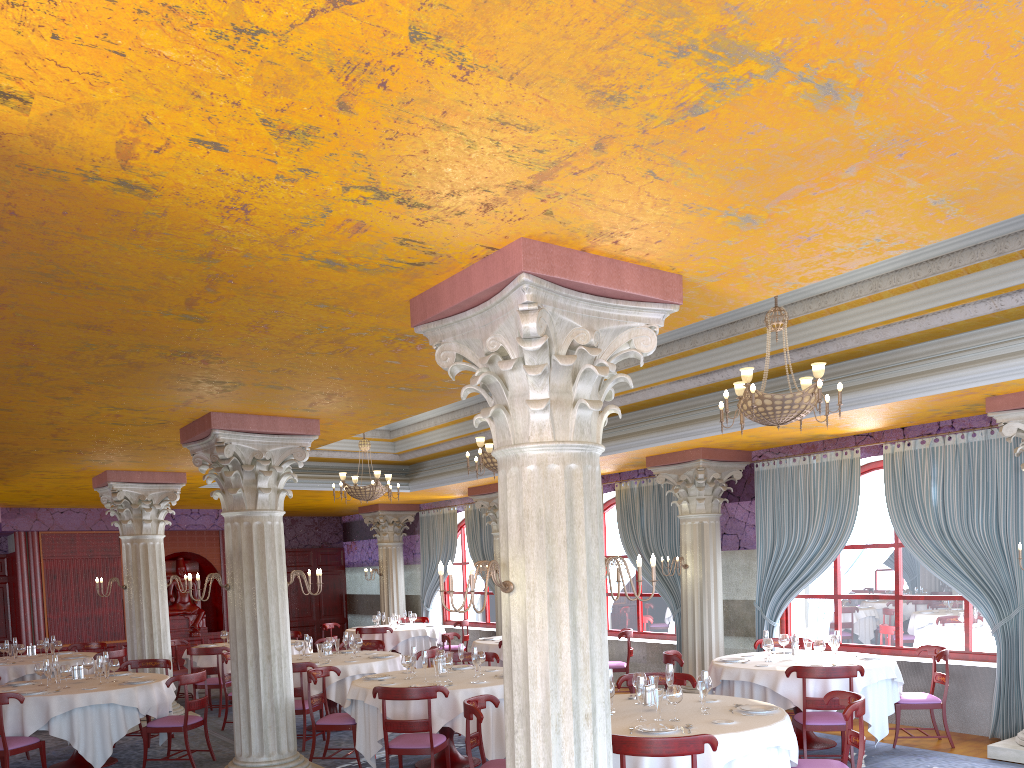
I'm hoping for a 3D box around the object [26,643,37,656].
[{"bbox_3d":[-10.348,3.735,13.219,5.657,1.206,0.351,-1,2,-7],"label":"object"}]

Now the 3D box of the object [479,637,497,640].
[{"bbox_3d":[-0.374,4.121,13.842,0.315,0.024,0.317,-7,-13,24],"label":"object"}]

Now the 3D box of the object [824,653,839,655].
[{"bbox_3d":[3.773,3.187,10.111,0.158,0.009,0.162,1,-12,-15],"label":"object"}]

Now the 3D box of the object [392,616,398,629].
[{"bbox_3d":[-2.343,4.786,17.207,0.123,0.265,0.121,-2,1,23],"label":"object"}]

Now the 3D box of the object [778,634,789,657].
[{"bbox_3d":[3.200,3.075,10.078,0.121,0.265,0.123,-3,1,-45],"label":"object"}]

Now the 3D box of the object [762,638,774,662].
[{"bbox_3d":[2.876,2.990,9.617,0.122,0.265,0.122,-2,1,-22],"label":"object"}]

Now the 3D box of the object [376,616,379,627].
[{"bbox_3d":[-2.769,4.907,17.644,0.086,0.239,0.085,-1,2,34],"label":"object"}]

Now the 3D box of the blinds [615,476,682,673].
[{"bbox_3d":[2.270,3.227,13.756,0.242,3.539,1.712,-5,2,-38],"label":"blinds"}]

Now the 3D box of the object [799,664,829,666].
[{"bbox_3d":[3.153,2.955,8.936,0.312,0.024,0.319,1,-12,-15],"label":"object"}]

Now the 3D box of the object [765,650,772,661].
[{"bbox_3d":[2.912,3.026,9.729,0.086,0.239,0.085,-1,2,34],"label":"object"}]

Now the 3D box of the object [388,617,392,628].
[{"bbox_3d":[-2.454,4.811,17.244,0.086,0.239,0.085,-1,2,34],"label":"object"}]

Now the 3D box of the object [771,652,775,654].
[{"bbox_3d":[3.182,3.275,10.447,0.055,0.019,0.261,-4,-12,13],"label":"object"}]

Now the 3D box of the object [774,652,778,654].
[{"bbox_3d":[3.220,3.281,10.444,0.022,0.003,0.258,-4,-12,8],"label":"object"}]

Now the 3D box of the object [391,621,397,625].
[{"bbox_3d":[-2.452,4.874,17.675,0.072,0.212,0.144,-1,-1,34],"label":"object"}]

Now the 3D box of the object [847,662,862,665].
[{"bbox_3d":[3.664,2.991,9.163,0.159,0.009,0.161,6,-15,-35],"label":"object"}]

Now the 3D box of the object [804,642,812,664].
[{"bbox_3d":[3.227,2.929,9.329,0.086,0.239,0.085,-1,2,34],"label":"object"}]

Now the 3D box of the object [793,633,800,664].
[{"bbox_3d":[3.097,2.888,9.339,0.074,0.337,0.073,-2,3,0],"label":"object"}]

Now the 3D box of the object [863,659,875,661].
[{"bbox_3d":[3.979,3.026,9.393,0.232,0.013,0.028,-4,-9,9],"label":"object"}]

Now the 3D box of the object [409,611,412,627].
[{"bbox_3d":[-2.068,4.786,17.426,0.074,0.337,0.073,-2,3,0],"label":"object"}]

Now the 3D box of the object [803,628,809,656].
[{"bbox_3d":[3.438,3.020,10.027,0.074,0.337,0.073,-2,3,0],"label":"object"}]

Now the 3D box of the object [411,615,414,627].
[{"bbox_3d":[-2.054,4.862,17.557,0.086,0.239,0.085,-1,2,34],"label":"object"}]

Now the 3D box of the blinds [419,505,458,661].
[{"bbox_3d":[-1.640,4.522,19.205,0.242,3.539,1.711,-4,2,-35],"label":"blinds"}]

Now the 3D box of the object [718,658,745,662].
[{"bbox_3d":[2.517,3.163,9.813,0.313,0.024,0.318,6,-14,-35],"label":"object"}]

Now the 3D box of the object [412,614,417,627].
[{"bbox_3d":[-2.018,4.871,17.668,0.122,0.265,0.122,-2,1,-22],"label":"object"}]

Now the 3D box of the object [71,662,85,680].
[{"bbox_3d":[-5.092,3.359,10.038,0.072,0.212,0.144,-1,-1,34],"label":"object"}]

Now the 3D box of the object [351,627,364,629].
[{"bbox_3d":[-3.164,5.045,17.728,0.313,0.024,0.318,6,-14,-35],"label":"object"}]

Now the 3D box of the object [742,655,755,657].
[{"bbox_3d":[2.824,3.246,10.222,0.158,0.009,0.162,1,-12,-15],"label":"object"}]

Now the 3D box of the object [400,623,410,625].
[{"bbox_3d":[-2.287,5.146,18.362,0.313,0.024,0.318,6,-14,-35],"label":"object"}]

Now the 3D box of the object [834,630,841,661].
[{"bbox_3d":[3.612,2.905,9.511,0.073,0.337,0.074,-5,4,-45],"label":"object"}]

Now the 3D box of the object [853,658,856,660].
[{"bbox_3d":[3.828,3.070,9.569,0.029,0.011,0.141,-4,-12,11],"label":"object"}]

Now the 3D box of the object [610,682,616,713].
[{"bbox_3d":[0.774,2.477,6.757,0.086,0.239,0.085,-1,2,34],"label":"object"}]

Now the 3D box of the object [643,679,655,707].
[{"bbox_3d":[1.090,2.445,6.788,0.072,0.212,0.144,-1,-1,34],"label":"object"}]

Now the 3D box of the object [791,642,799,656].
[{"bbox_3d":[3.228,2.993,9.760,0.072,0.212,0.144,-1,-1,34],"label":"object"}]

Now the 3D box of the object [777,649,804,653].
[{"bbox_3d":[3.394,3.265,10.447,0.313,0.024,0.318,6,-14,-35],"label":"object"}]

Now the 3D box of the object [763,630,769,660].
[{"bbox_3d":[2.923,3.003,9.854,0.074,0.337,0.073,-2,3,0],"label":"object"}]

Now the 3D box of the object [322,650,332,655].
[{"bbox_3d":[-2.565,3.655,11.881,0.072,0.212,0.144,-1,-1,34],"label":"object"}]

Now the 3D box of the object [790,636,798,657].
[{"bbox_3d":[3.312,3.077,10.042,0.085,0.239,0.085,-2,1,-11],"label":"object"}]

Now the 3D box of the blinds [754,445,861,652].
[{"bbox_3d":[3.902,2.687,11.483,0.242,3.539,1.711,-4,2,-35],"label":"blinds"}]

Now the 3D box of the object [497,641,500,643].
[{"bbox_3d":[-0.176,4.007,13.302,0.159,0.009,0.161,6,-15,-35],"label":"object"}]

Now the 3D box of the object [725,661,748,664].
[{"bbox_3d":[2.518,3.121,9.602,0.257,0.020,0.055,-5,-11,14],"label":"object"}]

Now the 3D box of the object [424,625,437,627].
[{"bbox_3d":[-1.651,4.937,17.485,0.313,0.024,0.318,6,-14,-35],"label":"object"}]

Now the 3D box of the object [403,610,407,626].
[{"bbox_3d":[-2.242,4.902,17.942,0.074,0.337,0.073,-2,3,0],"label":"object"}]

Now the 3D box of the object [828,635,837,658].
[{"bbox_3d":[3.662,2.990,9.753,0.121,0.265,0.123,-3,1,-45],"label":"object"}]

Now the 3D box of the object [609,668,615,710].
[{"bbox_3d":[0.785,2.454,6.882,0.073,0.337,0.074,-5,4,-45],"label":"object"}]

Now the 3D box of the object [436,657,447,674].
[{"bbox_3d":[-0.781,3.064,9.395,0.072,0.212,0.144,-1,-1,34],"label":"object"}]

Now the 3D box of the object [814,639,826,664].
[{"bbox_3d":[3.338,2.904,9.292,0.122,0.265,0.122,-2,1,-22],"label":"object"}]

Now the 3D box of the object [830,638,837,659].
[{"bbox_3d":[3.627,2.981,9.642,0.086,0.239,0.085,-1,2,34],"label":"object"}]

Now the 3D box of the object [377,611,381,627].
[{"bbox_3d":[-2.758,4.884,17.769,0.074,0.337,0.073,-2,3,0],"label":"object"}]

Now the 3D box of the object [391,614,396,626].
[{"bbox_3d":[-2.481,4.957,17.993,0.121,0.265,0.123,-3,1,-45],"label":"object"}]

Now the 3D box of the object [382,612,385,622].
[{"bbox_3d":[-2.584,4.769,17.254,0.074,0.337,0.073,-2,3,0],"label":"object"}]

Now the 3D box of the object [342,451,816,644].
[{"bbox_3d":[3.229,2.819,12.322,2.083,3.610,29.601,-2,-10,-36],"label":"object"}]

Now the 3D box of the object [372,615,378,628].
[{"bbox_3d":[-2.805,4.871,17.532,0.122,0.265,0.122,-2,1,-22],"label":"object"}]

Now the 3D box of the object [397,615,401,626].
[{"bbox_3d":[-2.368,4.958,17.958,0.085,0.239,0.085,-2,1,-11],"label":"object"}]

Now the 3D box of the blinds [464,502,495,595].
[{"bbox_3d":[-0.469,4.134,17.573,0.242,3.539,1.712,-5,2,-38],"label":"blinds"}]

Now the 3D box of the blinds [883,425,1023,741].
[{"bbox_3d":[5.073,2.299,9.851,0.242,3.539,1.712,-5,2,-38],"label":"blinds"}]

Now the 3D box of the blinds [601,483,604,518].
[{"bbox_3d":[1.099,3.615,15.388,0.242,3.539,1.711,-4,2,-35],"label":"blinds"}]

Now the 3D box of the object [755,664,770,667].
[{"bbox_3d":[2.715,3.050,9.274,0.158,0.009,0.162,1,-12,-15],"label":"object"}]

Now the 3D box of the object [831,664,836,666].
[{"bbox_3d":[3.365,2.949,8.937,0.055,0.019,0.261,-4,-12,13],"label":"object"}]

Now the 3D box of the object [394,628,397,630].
[{"bbox_3d":[-2.315,4.830,16.852,0.055,0.019,0.261,-4,-12,13],"label":"object"}]

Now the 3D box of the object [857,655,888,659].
[{"bbox_3d":[4.030,3.056,9.570,0.312,0.024,0.319,1,-12,-15],"label":"object"}]
